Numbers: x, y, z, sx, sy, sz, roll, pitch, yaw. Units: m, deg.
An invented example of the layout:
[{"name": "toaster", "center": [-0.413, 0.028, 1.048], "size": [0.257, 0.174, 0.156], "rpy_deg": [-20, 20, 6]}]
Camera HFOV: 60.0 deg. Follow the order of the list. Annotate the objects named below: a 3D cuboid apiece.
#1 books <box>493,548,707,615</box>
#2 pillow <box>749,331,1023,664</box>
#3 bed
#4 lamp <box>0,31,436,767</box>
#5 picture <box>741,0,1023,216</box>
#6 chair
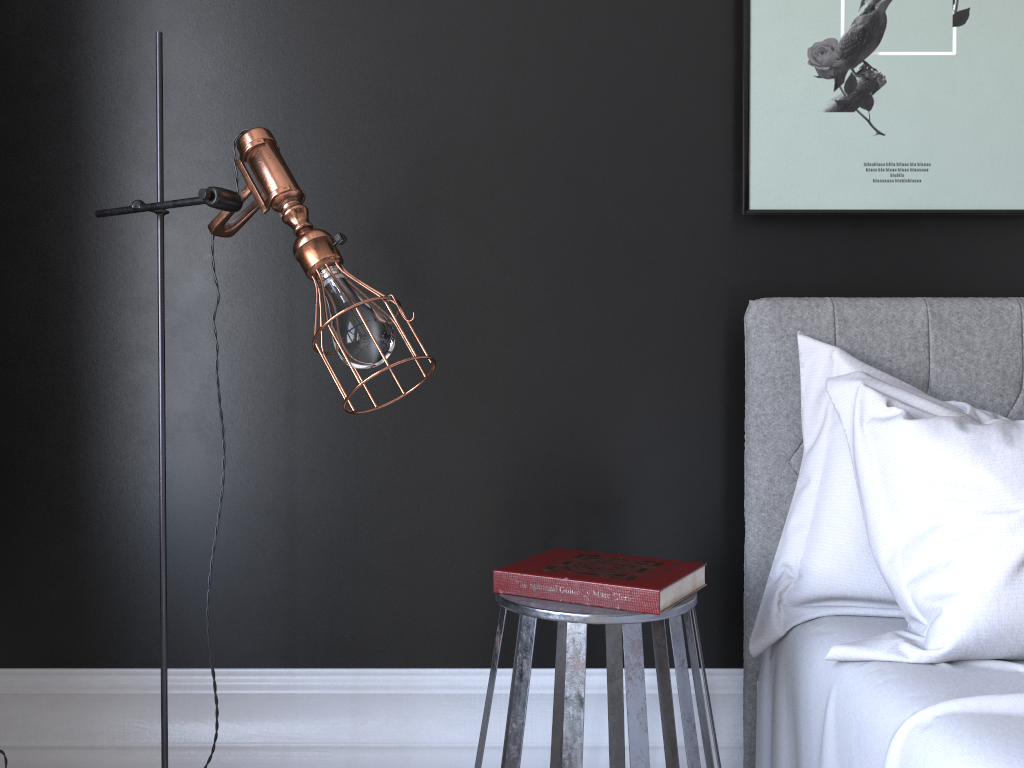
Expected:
[{"name": "books", "center": [0.181, 0.389, 1.782], "size": [0.346, 0.045, 0.275], "rpy_deg": [0, 0, 30]}, {"name": "pillow", "center": [1.449, 0.246, 1.855], "size": [1.830, 0.760, 0.680], "rpy_deg": [0, 1, 0]}, {"name": "bed", "center": [1.391, 0.431, 0.747], "size": [2.765, 1.299, 3.283], "rpy_deg": [0, 0, -11]}, {"name": "lamp", "center": [-0.890, 0.189, 1.933], "size": [1.718, 1.779, 0.437], "rpy_deg": [0, 1, 38]}, {"name": "picture", "center": [0.989, -0.974, 2.274], "size": [0.791, 1.079, 0.014], "rpy_deg": [0, 1, 0]}, {"name": "chair", "center": [0.170, 0.748, 1.790], "size": [0.613, 0.673, 0.613], "rpy_deg": [1, 1, 44]}]
